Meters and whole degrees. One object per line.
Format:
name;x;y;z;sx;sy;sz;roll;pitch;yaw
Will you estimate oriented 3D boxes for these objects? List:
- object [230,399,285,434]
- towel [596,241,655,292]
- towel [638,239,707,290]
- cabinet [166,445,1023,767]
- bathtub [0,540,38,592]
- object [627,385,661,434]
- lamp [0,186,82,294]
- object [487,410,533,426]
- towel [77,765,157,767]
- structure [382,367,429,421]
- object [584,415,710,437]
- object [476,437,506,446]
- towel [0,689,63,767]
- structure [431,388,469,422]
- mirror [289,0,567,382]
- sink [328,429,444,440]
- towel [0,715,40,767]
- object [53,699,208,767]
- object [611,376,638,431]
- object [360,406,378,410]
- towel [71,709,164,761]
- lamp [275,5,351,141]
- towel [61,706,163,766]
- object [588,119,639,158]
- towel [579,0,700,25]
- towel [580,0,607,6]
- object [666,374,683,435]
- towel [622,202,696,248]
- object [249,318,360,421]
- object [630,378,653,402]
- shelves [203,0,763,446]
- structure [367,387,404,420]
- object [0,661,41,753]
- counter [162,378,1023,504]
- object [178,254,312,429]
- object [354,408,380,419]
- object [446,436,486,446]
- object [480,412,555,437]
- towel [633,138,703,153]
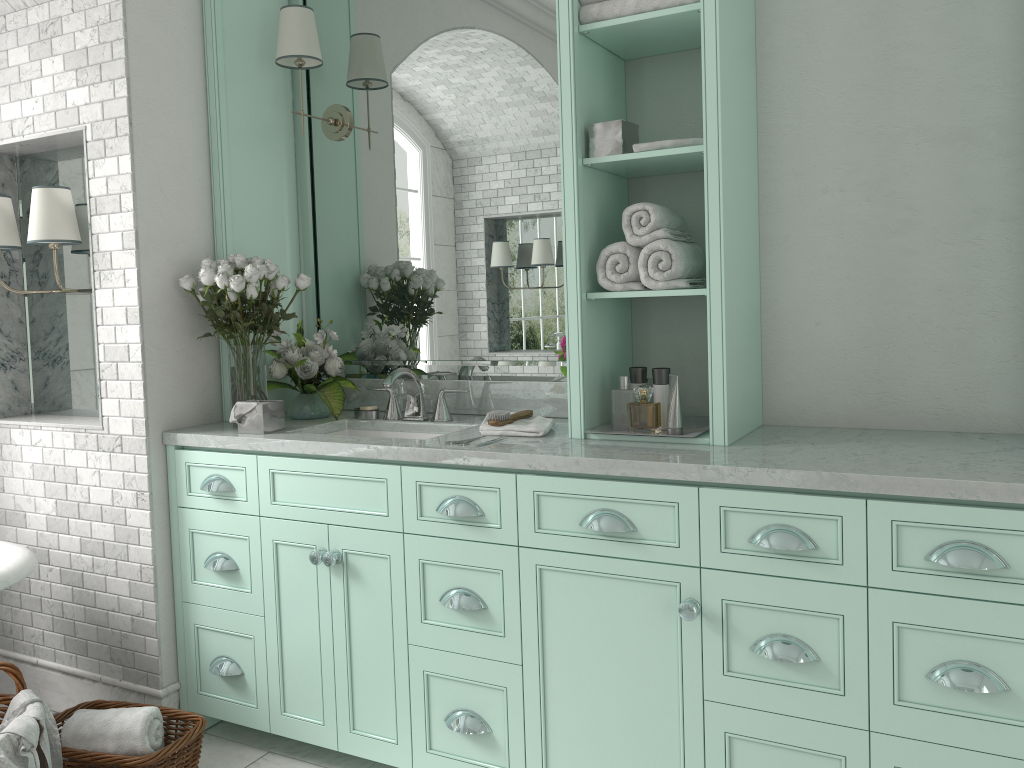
object;-0.911;0.115;3.155;0.136;0.112;0.147;0;5;24
towel;0.391;-0.373;2.830;0.153;0.162;0.312;0;5;28
towel;0.512;-0.370;2.761;0.160;0.159;0.305;0;5;28
cabinet;0.165;0.746;2.935;2.797;1.095;0.865;1;5;28
bathtub;-2.373;1.054;2.381;0.941;0.756;2.171;0;6;28
object;0.403;0.076;2.708;0.092;0.147;0.063;0;4;33
lamp;-1.831;-0.545;3.434;0.547;0.382;0.309;1;5;28
object;0.003;0.105;2.994;0.068;0.044;0.229;2;6;37
towel;-1.234;1.260;2.789;0.311;0.162;0.153;0;4;18
structure;-0.388;0.040;3.268;0.103;0.204;0.235;-1;4;18
object;0.474;0.133;2.832;0.350;0.008;0.439;1;6;28
object;-0.064;0.178;2.741;0.020;0.005;0.168;1;6;33
towel;-1.476;1.136;2.384;0.461;0.468;0.383;-4;4;-22
structure;-0.227;0.075;3.287;0.157;0.121;0.083;-1;4;12
mirror;-0.289;-0.980;3.434;1.436;1.929;0.015;0;4;28
sink;-0.459;0.227;3.154;0.602;0.079;0.347;1;6;28
towel;-1.447;1.119;2.312;0.484;0.437;0.400;0;5;29
object;-1.265;1.224;2.846;0.550;0.260;0.346;0;5;19
object;0.355;0.059;2.781;0.093;0.169;0.035;0;4;28
object;-0.555;0.095;3.436;0.052;0.022;0.077;-6;7;-41
towel;-1.287;1.149;2.893;0.313;0.185;0.165;-2;4;-2
lamp;-0.804;-1.225;3.531;0.183;0.487;0.309;0;4;27
towel;-1.238;1.112;2.759;0.321;0.211;0.149;-1;4;11
object;0.318;-0.755;2.760;0.118;0.105;0.122;1;5;34
towel;0.492;-1.154;2.834;0.400;0.068;0.495;1;6;28
towel;0.491;-1.214;2.837;0.400;0.068;0.495;1;6;28
object;0.487;0.062;2.659;0.049;0.179;0.050;0;4;31
towel;0.462;-0.497;2.799;0.168;0.142;0.299;0;5;28
object;-0.804;-0.060;3.507;0.452;0.401;0.395;1;5;30
object;0.410;0.057;2.888;0.093;0.151;0.035;0;4;31
shelves;0.176;-0.910;2.962;2.809;2.119;0.466;1;4;28
structure;-0.491;0.073;3.407;0.157;0.121;0.083;-1;4;12
object;-1.529;1.124;2.359;0.519;0.569;0.520;-4;5;-30
counter;0.153;0.112;2.920;2.807;0.181;0.826;1;6;28
object;-0.990;-0.159;3.304;0.356;0.652;0.392;1;5;40
object;-0.566;0.114;3.452;0.080;0.035;0.134;-7;7;-43
object;-0.147;0.176;2.794;0.075;0.007;0.176;0;6;20
object;0.009;0.136;2.974;0.317;0.056;0.240;1;6;25
towel;0.529;-0.726;2.739;0.239;0.056;0.318;1;6;25
